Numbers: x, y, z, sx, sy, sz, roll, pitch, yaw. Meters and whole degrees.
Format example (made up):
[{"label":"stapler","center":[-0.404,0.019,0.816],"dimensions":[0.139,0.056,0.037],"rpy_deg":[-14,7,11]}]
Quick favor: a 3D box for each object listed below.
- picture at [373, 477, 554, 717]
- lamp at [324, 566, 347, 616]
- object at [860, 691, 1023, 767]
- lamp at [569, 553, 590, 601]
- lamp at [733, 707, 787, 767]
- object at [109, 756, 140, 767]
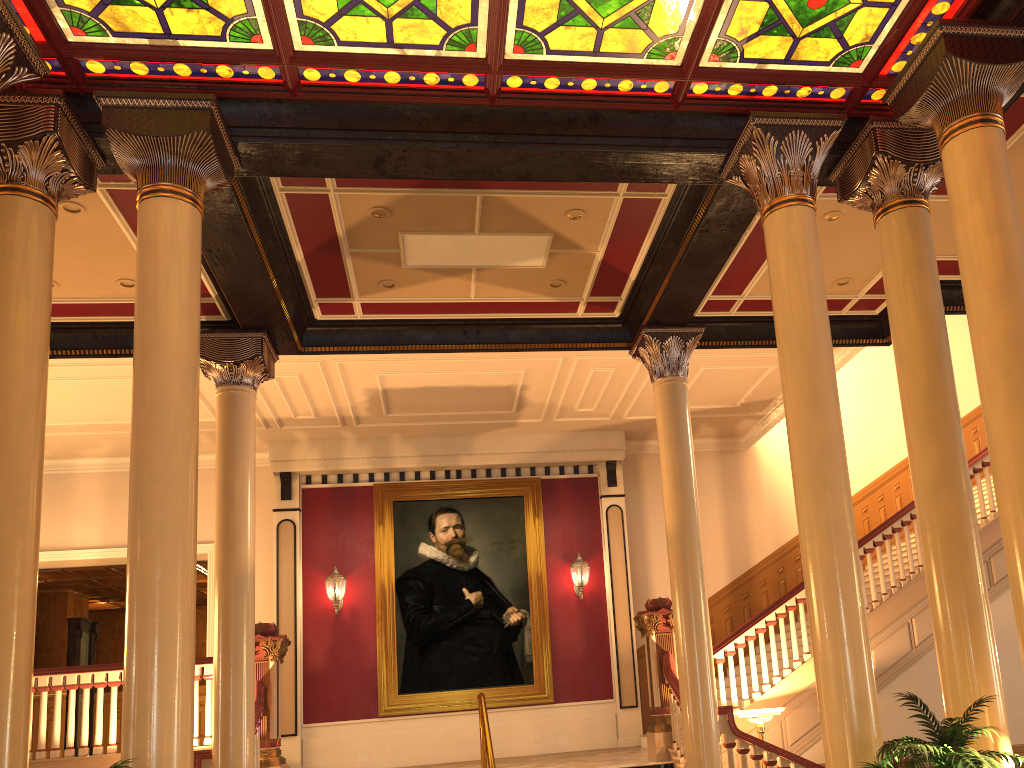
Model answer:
[{"label":"picture","center":[-0.733,3.104,12.972],"dimensions":[2.570,3.337,0.056],"rpy_deg":[-2,-11,-9]},{"label":"lamp","center":[-2.536,2.990,12.552],"dimensions":[0.321,0.705,0.405],"rpy_deg":[-2,-14,-7]},{"label":"object","center":[2.277,2.621,4.389],"dimensions":[1.061,2.079,1.091],"rpy_deg":[-15,-17,40]},{"label":"lamp","center":[1.027,2.916,13.131],"dimensions":[0.321,0.705,0.405],"rpy_deg":[-2,-14,-7]},{"label":"lamp","center":[2.608,4.326,8.820],"dimensions":[0.573,1.945,0.607],"rpy_deg":[-6,-12,10]},{"label":"object","center":[-1.842,2.701,3.692],"dimensions":[1.104,2.079,1.049],"rpy_deg":[0,-14,-19]}]
